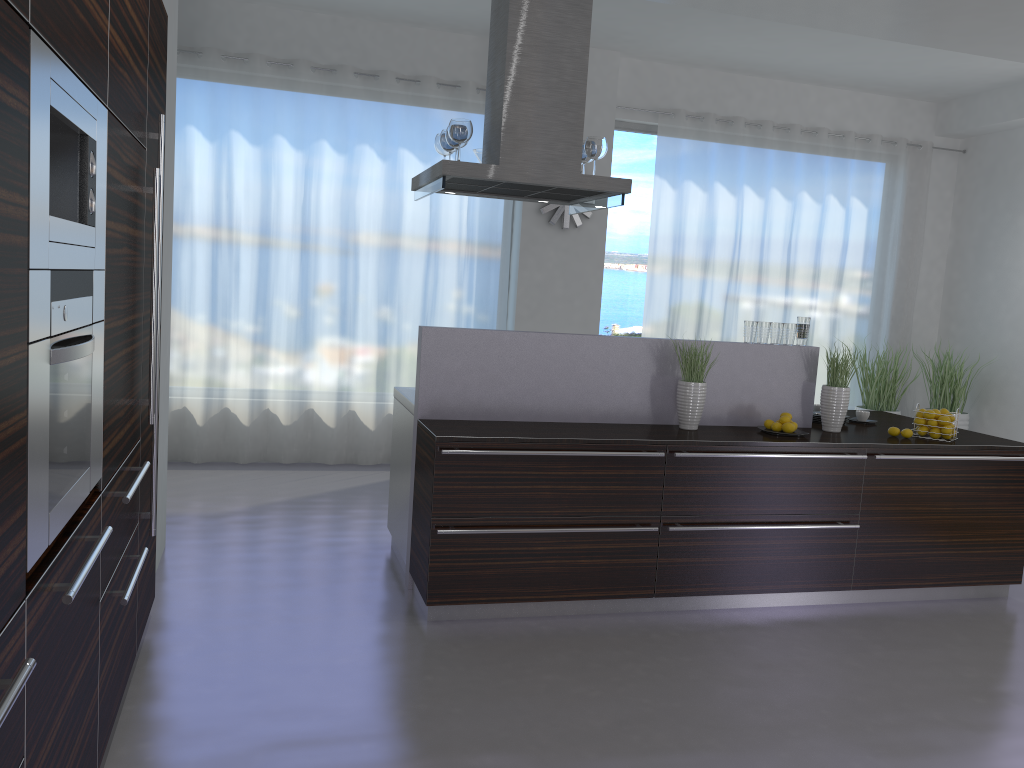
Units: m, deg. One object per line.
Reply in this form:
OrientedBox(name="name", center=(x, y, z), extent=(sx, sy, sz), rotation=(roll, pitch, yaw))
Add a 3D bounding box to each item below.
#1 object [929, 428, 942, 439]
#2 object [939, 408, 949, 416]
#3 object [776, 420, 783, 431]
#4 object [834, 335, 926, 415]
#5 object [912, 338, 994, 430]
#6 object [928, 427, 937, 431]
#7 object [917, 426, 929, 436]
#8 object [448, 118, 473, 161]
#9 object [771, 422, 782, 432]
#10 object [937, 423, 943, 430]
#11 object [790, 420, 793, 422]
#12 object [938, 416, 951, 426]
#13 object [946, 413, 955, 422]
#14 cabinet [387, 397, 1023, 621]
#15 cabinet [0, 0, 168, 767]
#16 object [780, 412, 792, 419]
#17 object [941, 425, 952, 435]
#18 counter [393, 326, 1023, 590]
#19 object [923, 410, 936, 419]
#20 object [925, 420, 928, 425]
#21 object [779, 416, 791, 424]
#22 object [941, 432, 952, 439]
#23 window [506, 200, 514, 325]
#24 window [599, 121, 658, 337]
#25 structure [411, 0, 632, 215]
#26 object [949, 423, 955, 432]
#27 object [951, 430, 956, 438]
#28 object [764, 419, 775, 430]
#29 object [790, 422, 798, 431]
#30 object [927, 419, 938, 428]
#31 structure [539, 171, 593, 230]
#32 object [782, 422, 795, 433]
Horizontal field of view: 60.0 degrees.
OrientedBox(name="object", center=(2.275, 0.265, 4.765), extent=(0.064, 0.063, 0.074), rotation=(4, 6, 4))
OrientedBox(name="object", center=(2.360, 0.163, 4.841), extent=(0.050, 0.060, 0.059), rotation=(2, 6, -16))
OrientedBox(name="object", center=(1.407, 0.217, 4.640), extent=(0.057, 0.060, 0.071), rotation=(2, 6, -15))
OrientedBox(name="object", center=(3.278, 0.213, 7.876), extent=(0.713, 1.334, 0.656), rotation=(2, 6, -16))
OrientedBox(name="object", center=(3.903, 0.231, 8.090), extent=(0.656, 1.334, 0.713), rotation=(0, 7, -31))
OrientedBox(name="object", center=(2.283, 0.255, 4.807), extent=(0.057, 0.060, 0.052), rotation=(3, 6, -10))
OrientedBox(name="object", center=(2.221, 0.252, 4.793), extent=(0.060, 0.057, 0.052), rotation=(2, 6, -14))
OrientedBox(name="object", center=(-0.260, -1.198, 4.409), extent=(0.125, 0.221, 0.125), rotation=(5, 6, 9))
OrientedBox(name="object", center=(1.371, 0.223, 4.587), extent=(0.063, 0.051, 0.053), rotation=(2, 6, -12))
OrientedBox(name="object", center=(2.327, 0.228, 4.787), extent=(0.051, 0.053, 0.062), rotation=(3, 6, -8))
OrientedBox(name="object", center=(1.455, 0.213, 4.663), extent=(0.051, 0.053, 0.063), rotation=(7, 7, 24))
OrientedBox(name="object", center=(2.310, 0.196, 4.741), extent=(0.061, 0.052, 0.053), rotation=(3, 6, -3))
OrientedBox(name="object", center=(2.357, 0.184, 4.776), extent=(0.051, 0.053, 0.063), rotation=(3, 6, -3))
OrientedBox(name="cabinet", center=(1.048, 0.627, 4.949), extent=(3.285, 0.852, 1.377), rotation=(2, 6, -16))
OrientedBox(name="cabinet", center=(-1.237, -0.018, 1.868), extent=(0.669, 2.500, 3.600), rotation=(2, 6, -16))
OrientedBox(name="object", center=(1.435, 0.173, 4.642), extent=(0.063, 0.048, 0.053), rotation=(9, 8, 40))
OrientedBox(name="object", center=(2.314, 0.245, 4.721), extent=(0.061, 0.054, 0.052), rotation=(-1, 8, -39))
OrientedBox(name="counter", center=(1.061, 0.404, 4.936), extent=(3.291, 1.300, 1.302), rotation=(2, 6, -16))
OrientedBox(name="object", center=(2.244, 0.165, 4.770), extent=(0.063, 0.051, 0.053), rotation=(7, 7, 31))
OrientedBox(name="object", center=(2.261, 0.202, 4.823), extent=(0.064, 0.053, 0.051), rotation=(2, 6, -13))
OrientedBox(name="object", center=(1.414, 0.187, 4.594), extent=(0.061, 0.047, 0.053), rotation=(2, 6, -13))
OrientedBox(name="object", center=(2.332, 0.271, 4.759), extent=(0.051, 0.053, 0.063), rotation=(3, 6, -8))
OrientedBox(name="window", center=(-1.464, -1.112, 7.162), extent=(3.000, 2.500, 0.100), rotation=(2, 6, -16))
OrientedBox(name="window", center=(2.138, -0.988, 8.199), extent=(3.000, 2.500, 0.100), rotation=(2, 6, -16))
OrientedBox(name="structure", center=(0.048, -1.594, 4.755), extent=(0.981, 1.231, 0.915), rotation=(2, 6, -16))
OrientedBox(name="object", center=(2.355, 0.234, 4.776), extent=(0.061, 0.055, 0.051), rotation=(-1, 8, -37))
OrientedBox(name="object", center=(2.389, 0.267, 4.825), extent=(0.053, 0.052, 0.062), rotation=(6, 7, 23))
OrientedBox(name="object", center=(1.349, 0.212, 4.637), extent=(0.061, 0.054, 0.052), rotation=(7, 7, 31))
OrientedBox(name="object", center=(1.454, 0.223, 4.606), extent=(0.061, 0.054, 0.052), rotation=(-1, 8, -39))
OrientedBox(name="object", center=(2.261, 0.212, 4.768), extent=(0.062, 0.053, 0.052), rotation=(-2, 9, -44))
OrientedBox(name="structure", center=(0.457, -1.527, 7.300), extent=(0.505, 0.505, 0.076), rotation=(2, 6, -16))
OrientedBox(name="object", center=(1.419, 0.226, 4.552), extent=(0.070, 0.058, 0.060), rotation=(2, 6, -17))
